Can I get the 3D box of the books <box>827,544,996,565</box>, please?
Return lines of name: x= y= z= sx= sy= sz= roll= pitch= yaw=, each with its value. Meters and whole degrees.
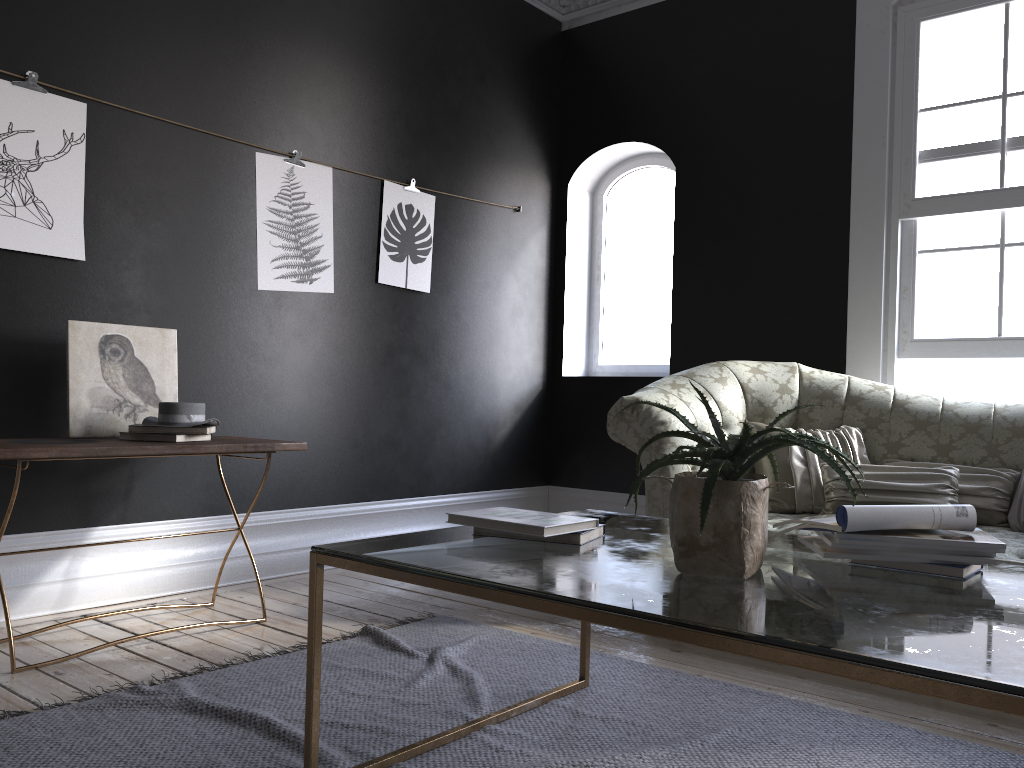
books: x=0.862 y=0.356 z=1.942 sx=0.318 sy=0.011 sz=0.252 roll=1 pitch=-1 yaw=21

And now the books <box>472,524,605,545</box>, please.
books: x=0.068 y=0.365 z=2.225 sx=0.289 sy=0.030 sz=0.193 roll=1 pitch=-1 yaw=23

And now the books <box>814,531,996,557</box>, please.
books: x=0.849 y=0.345 z=1.950 sx=0.318 sy=0.011 sz=0.252 roll=1 pitch=-1 yaw=11

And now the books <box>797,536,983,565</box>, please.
books: x=0.822 y=0.366 z=1.962 sx=0.318 sy=0.011 sz=0.252 roll=2 pitch=-1 yaw=6

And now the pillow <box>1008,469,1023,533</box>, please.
pillow: x=2.308 y=0.365 z=3.190 sx=0.405 sy=0.461 sz=0.963 roll=2 pitch=-1 yaw=-43

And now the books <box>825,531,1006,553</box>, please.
books: x=0.858 y=0.334 z=1.934 sx=0.318 sy=0.011 sz=0.252 roll=1 pitch=-1 yaw=11

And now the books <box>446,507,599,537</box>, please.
books: x=0.024 y=0.336 z=2.177 sx=0.307 sy=0.024 sz=0.220 roll=1 pitch=-1 yaw=39

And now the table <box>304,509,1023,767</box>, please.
table: x=0.449 y=0.664 z=1.933 sx=1.448 sy=0.558 sz=1.093 roll=1 pitch=-1 yaw=39

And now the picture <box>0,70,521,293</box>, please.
picture: x=-1.368 y=-0.849 z=4.059 sx=0.058 sy=0.771 sz=4.459 roll=2 pitch=-1 yaw=39

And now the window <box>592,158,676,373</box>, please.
window: x=0.911 y=-0.805 z=6.076 sx=0.740 sy=1.456 sz=0.112 roll=1 pitch=0 yaw=39

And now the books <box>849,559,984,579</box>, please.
books: x=0.876 y=0.383 z=1.924 sx=0.231 sy=0.023 sz=0.162 roll=1 pitch=-1 yaw=40

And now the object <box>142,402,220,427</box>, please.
object: x=-1.252 y=0.114 z=3.365 sx=0.258 sy=0.087 sz=0.328 roll=2 pitch=-1 yaw=5

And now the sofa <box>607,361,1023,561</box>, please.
sofa: x=1.934 y=0.470 z=3.555 sx=2.812 sy=1.160 sz=1.606 roll=1 pitch=-1 yaw=40

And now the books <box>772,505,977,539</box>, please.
books: x=0.798 y=0.309 z=1.971 sx=0.322 sy=0.109 sz=0.273 roll=2 pitch=-1 yaw=-16

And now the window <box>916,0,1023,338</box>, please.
window: x=2.568 y=-1.036 z=4.197 sx=1.262 sy=1.671 sz=0.056 roll=1 pitch=0 yaw=39

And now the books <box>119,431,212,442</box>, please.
books: x=-1.318 y=0.199 z=3.376 sx=0.268 sy=0.029 sz=0.203 roll=1 pitch=-1 yaw=19

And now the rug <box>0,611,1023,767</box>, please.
rug: x=0.381 y=0.926 z=1.787 sx=3.644 sy=0.050 sz=2.106 roll=1 pitch=-1 yaw=40

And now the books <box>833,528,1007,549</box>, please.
books: x=0.864 y=0.324 z=1.927 sx=0.318 sy=0.011 sz=0.252 roll=1 pitch=-1 yaw=16

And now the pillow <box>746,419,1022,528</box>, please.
pillow: x=1.520 y=0.375 z=3.806 sx=1.105 sy=0.416 sz=0.529 roll=1 pitch=-1 yaw=39

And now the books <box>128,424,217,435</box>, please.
books: x=-1.288 y=0.171 z=3.371 sx=0.289 sy=0.030 sz=0.193 roll=2 pitch=-1 yaw=-10
